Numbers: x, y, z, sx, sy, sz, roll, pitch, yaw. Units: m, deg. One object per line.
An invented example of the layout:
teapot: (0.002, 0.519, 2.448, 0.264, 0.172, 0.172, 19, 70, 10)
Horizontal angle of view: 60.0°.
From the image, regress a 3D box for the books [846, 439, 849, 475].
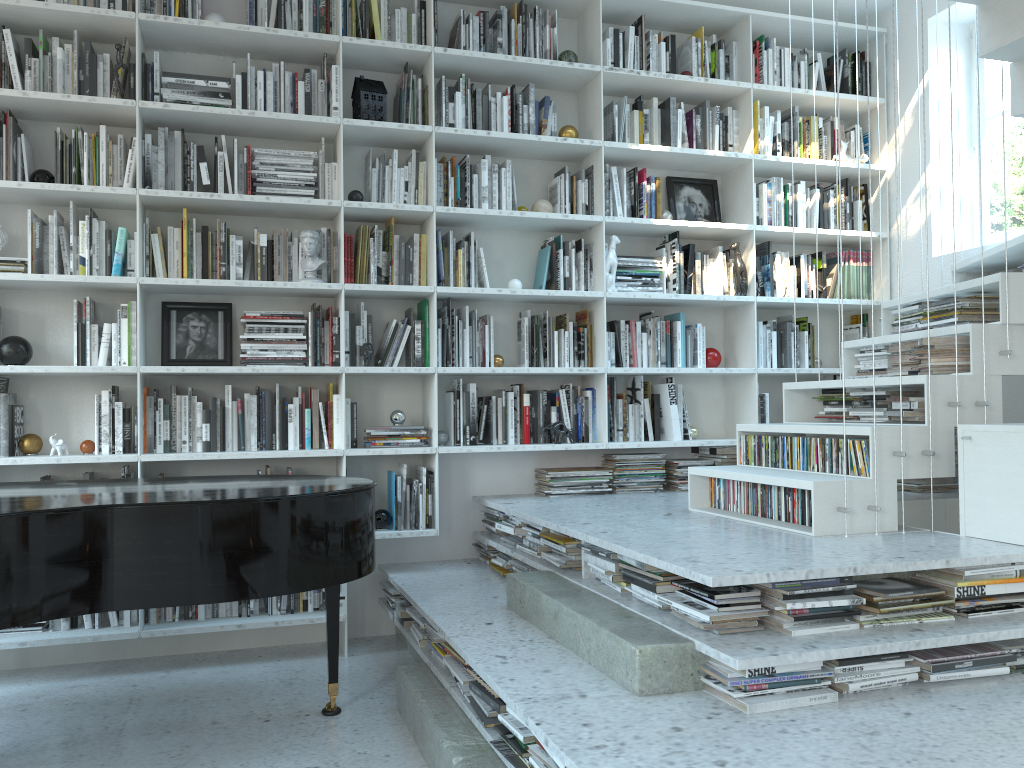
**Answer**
books: (1.230, 0.255, 3.115, 0.125, 0.125, 0.008, 0, -1, -18)

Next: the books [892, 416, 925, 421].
books: (1.514, 0.126, 3.266, 0.136, 0.017, 0.288, -1, -2, 5)

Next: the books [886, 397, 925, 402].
books: (1.504, 0.056, 3.268, 0.168, 0.014, 0.212, -1, -2, 2)

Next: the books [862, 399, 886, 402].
books: (1.524, 0.066, 3.565, 0.129, 0.008, 0.185, 0, -2, -19)

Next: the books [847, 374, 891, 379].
books: (1.614, -0.029, 3.811, 0.190, 0.018, 0.287, 0, -2, -19)

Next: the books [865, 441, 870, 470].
books: (1.262, 0.253, 3.013, 0.125, 0.123, 0.034, 0, -1, -18)

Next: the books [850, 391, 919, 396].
books: (1.494, 0.037, 3.556, 0.177, 0.014, 0.194, 0, -2, -23)

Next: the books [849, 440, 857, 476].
books: (1.238, 0.256, 3.088, 0.125, 0.123, 0.034, 0, -1, -18)

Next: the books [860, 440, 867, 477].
books: (1.255, 0.254, 3.036, 0.125, 0.123, 0.035, 0, -1, -18)

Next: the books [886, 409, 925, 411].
books: (1.509, 0.095, 3.267, 0.161, 0.007, 0.254, -1, -2, 2)

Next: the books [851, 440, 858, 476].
books: (1.241, 0.255, 3.080, 0.125, 0.123, 0.035, 0, -1, -18)

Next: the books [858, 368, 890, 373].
books: (1.634, -0.060, 3.818, 0.138, 0.010, 0.254, 0, -2, -21)

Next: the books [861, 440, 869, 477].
books: (1.257, 0.254, 3.028, 0.125, 0.123, 0.034, 0, -1, -18)

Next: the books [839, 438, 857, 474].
books: (1.218, 0.256, 3.152, 0.125, 0.125, 0.010, 0, -1, -18)

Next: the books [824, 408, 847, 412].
books: (1.444, 0.109, 3.773, 0.145, 0.015, 0.166, 0, -2, -23)

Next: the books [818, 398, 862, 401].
books: (1.437, 0.065, 3.772, 0.159, 0.009, 0.208, 0, -2, -22)

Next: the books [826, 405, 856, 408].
books: (1.451, 0.096, 3.776, 0.132, 0.010, 0.198, 0, -2, -14)

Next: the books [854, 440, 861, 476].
books: (1.246, 0.255, 3.065, 0.125, 0.123, 0.034, 0, -1, -18)

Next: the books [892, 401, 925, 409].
books: (1.516, 0.077, 3.267, 0.141, 0.028, 0.222, -1, -2, 1)

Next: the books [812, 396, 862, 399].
books: (1.419, 0.057, 3.767, 0.198, 0.006, 0.188, 0, -2, -21)

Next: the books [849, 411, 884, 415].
books: (1.496, 0.117, 3.555, 0.175, 0.016, 0.207, 0, -2, -23)

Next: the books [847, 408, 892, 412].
books: (1.495, 0.102, 3.555, 0.184, 0.013, 0.225, 0, -2, -20)

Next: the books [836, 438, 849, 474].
books: (1.214, 0.257, 3.166, 0.125, 0.125, 0.008, 0, -1, -18)

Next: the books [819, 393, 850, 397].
books: (1.438, 0.048, 3.773, 0.161, 0.012, 0.195, 0, -2, -20)

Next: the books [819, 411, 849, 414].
books: (1.430, 0.122, 3.769, 0.159, 0.012, 0.225, 0, -2, -10)

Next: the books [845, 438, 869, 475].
books: (1.227, 0.255, 3.122, 0.125, 0.125, 0.007, 0, -1, -18)

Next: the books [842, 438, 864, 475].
books: (1.223, 0.256, 3.136, 0.125, 0.125, 0.008, 0, -1, -18)

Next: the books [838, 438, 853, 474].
books: (1.216, 0.256, 3.159, 0.125, 0.125, 0.010, 0, -1, -18)

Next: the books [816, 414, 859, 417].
books: (1.434, 0.133, 3.770, 0.158, 0.009, 0.216, 0, -2, -24)

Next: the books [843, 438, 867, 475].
books: (1.225, 0.255, 3.129, 0.125, 0.125, 0.008, 0, -1, -18)

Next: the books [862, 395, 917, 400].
books: (1.518, 0.053, 3.564, 0.133, 0.017, 0.178, 0, -2, -14)

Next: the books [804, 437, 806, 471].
books: (1.158, 0.263, 3.342, 0.125, 0.125, 0.013, 0, -1, -18)

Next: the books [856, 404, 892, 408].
books: (1.507, 0.089, 3.559, 0.149, 0.013, 0.220, 0, -2, -12)

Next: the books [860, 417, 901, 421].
books: (1.512, 0.139, 3.560, 0.137, 0.013, 0.199, 0, -2, -11)

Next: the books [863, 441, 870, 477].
books: (1.260, 0.254, 3.021, 0.125, 0.123, 0.036, 0, -1, -18)

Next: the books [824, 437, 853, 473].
books: (1.192, 0.259, 3.233, 0.125, 0.125, 0.007, 0, -1, -18)

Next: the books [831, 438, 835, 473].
books: (1.205, 0.258, 3.193, 0.125, 0.125, 0.007, 0, -1, -18)

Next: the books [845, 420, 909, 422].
books: (1.490, 0.148, 3.553, 0.191, 0.004, 0.223, 0, -2, -22)

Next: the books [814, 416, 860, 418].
books: (1.426, 0.140, 3.767, 0.189, 0.007, 0.195, 0, -2, -20)

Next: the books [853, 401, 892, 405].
books: (1.493, 0.076, 3.555, 0.189, 0.012, 0.155, 0, -2, -15)

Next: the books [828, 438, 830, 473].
books: (1.200, 0.258, 3.210, 0.125, 0.125, 0.010, 0, -1, -18)

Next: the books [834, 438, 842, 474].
books: (1.209, 0.257, 3.179, 0.125, 0.125, 0.008, 0, -1, -18)

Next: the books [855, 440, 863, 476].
books: (1.248, 0.255, 3.058, 0.125, 0.123, 0.034, 0, -1, -18)

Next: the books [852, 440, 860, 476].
books: (1.243, 0.255, 3.073, 0.125, 0.123, 0.036, 0, -1, -18)

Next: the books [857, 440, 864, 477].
books: (1.250, 0.254, 3.050, 0.125, 0.123, 0.035, 0, -1, -18)

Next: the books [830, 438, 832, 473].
books: (1.202, 0.258, 3.201, 0.125, 0.125, 0.009, 0, -1, -18)

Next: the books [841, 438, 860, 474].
books: (1.221, 0.256, 3.143, 0.125, 0.125, 0.008, 0, -1, -18)

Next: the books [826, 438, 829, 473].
books: (1.197, 0.258, 3.219, 0.125, 0.125, 0.008, 0, -1, -18)

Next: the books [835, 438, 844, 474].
books: (1.212, 0.257, 3.172, 0.125, 0.125, 0.008, 0, -1, -18)

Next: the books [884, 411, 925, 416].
books: (1.493, 0.108, 3.267, 0.172, 0.019, 0.240, -1, -2, 7)

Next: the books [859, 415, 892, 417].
books: (1.512, 0.129, 3.560, 0.147, 0.008, 0.188, 0, -2, -14)

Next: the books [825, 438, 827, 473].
books: (1.195, 0.259, 3.225, 0.125, 0.125, 0.008, 0, -1, -18)

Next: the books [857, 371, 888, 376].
books: (1.637, -0.046, 3.819, 0.136, 0.017, 0.288, 0, -2, -20)

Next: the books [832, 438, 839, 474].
books: (1.207, 0.257, 3.186, 0.125, 0.125, 0.007, 0, -1, -18)

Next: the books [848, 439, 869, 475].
books: (1.233, 0.255, 3.105, 0.125, 0.125, 0.011, 0, -1, -18)

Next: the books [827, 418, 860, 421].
books: (1.459, 0.151, 3.777, 0.130, 0.014, 0.188, 0, -2, -18)

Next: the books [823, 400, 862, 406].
books: (1.443, 0.080, 3.774, 0.140, 0.022, 0.181, 0, -2, -24)

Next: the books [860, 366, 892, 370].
books: (1.625, -0.070, 3.816, 0.160, 0.010, 0.179, 0, -2, -15)

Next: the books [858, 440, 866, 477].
books: (1.253, 0.254, 3.043, 0.125, 0.123, 0.036, 0, -1, -18)
